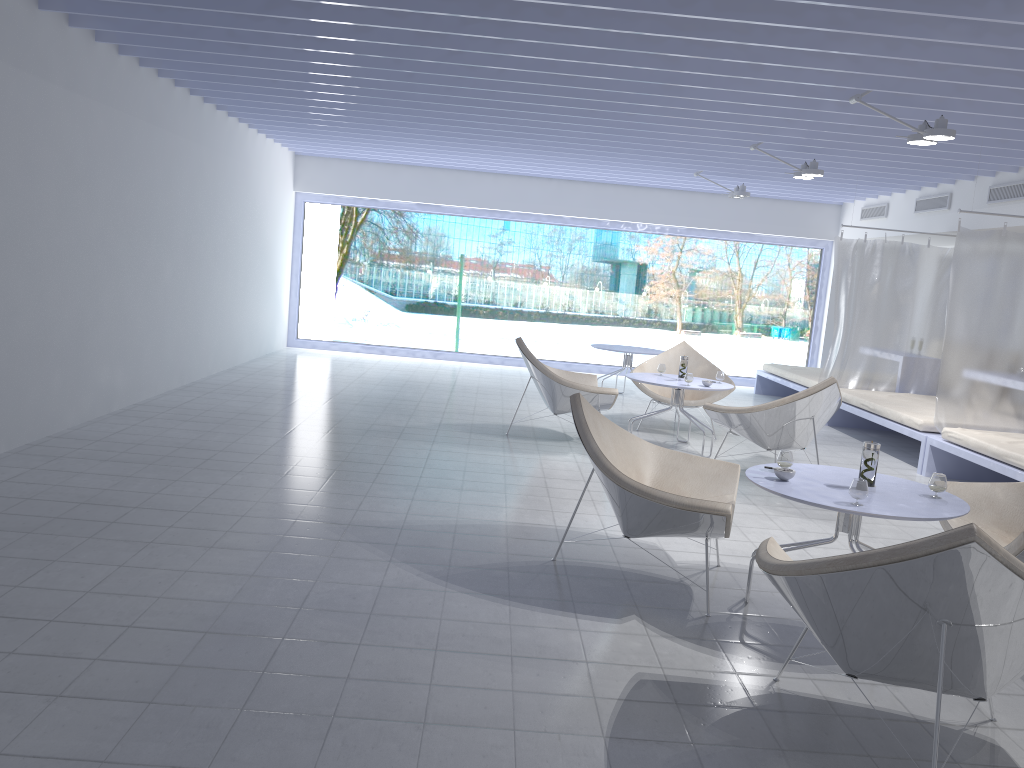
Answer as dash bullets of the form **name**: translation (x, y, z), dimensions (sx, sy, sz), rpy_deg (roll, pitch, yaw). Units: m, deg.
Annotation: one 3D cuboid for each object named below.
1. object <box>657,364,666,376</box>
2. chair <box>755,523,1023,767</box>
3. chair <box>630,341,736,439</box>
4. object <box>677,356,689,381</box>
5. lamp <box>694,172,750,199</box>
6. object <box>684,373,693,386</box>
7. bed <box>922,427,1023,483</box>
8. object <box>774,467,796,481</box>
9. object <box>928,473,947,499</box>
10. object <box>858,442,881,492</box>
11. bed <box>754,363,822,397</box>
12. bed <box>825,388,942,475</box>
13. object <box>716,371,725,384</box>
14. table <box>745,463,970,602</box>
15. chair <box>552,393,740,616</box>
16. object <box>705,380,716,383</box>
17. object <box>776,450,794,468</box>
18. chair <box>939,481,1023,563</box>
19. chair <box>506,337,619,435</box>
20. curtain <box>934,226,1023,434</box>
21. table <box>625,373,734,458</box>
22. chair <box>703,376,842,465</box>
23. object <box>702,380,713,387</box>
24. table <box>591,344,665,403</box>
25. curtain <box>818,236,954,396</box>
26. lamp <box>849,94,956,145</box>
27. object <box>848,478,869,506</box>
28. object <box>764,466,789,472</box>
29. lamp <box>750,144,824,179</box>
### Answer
- **object**: translation (1.189, -0.115, 7.049), dimensions (0.068, 0.091, 0.068), rpy_deg (8, 8, 21)
- **chair**: translation (1.144, 0.672, 2.479), dimensions (0.906, 0.759, 0.753), rpy_deg (7, 8, 13)
- **chair**: translation (1.482, 0.017, 7.802), dimensions (0.906, 0.759, 0.753), rpy_deg (6, 7, 9)
- **object**: translation (1.316, -0.122, 6.811), dimensions (0.075, 0.189, 0.075), rpy_deg (4, 7, -10)
- **lamp**: translation (2.218, -2.116, 9.418), dimensions (0.587, 0.218, 0.380), rpy_deg (5, 7, -2)
- **object**: translation (1.294, -0.034, 6.494), dimensions (0.068, 0.091, 0.068), rpy_deg (9, 8, 27)
- **bed**: translation (4.137, 0.708, 5.610), dimensions (2.022, 0.422, 2.200), rpy_deg (5, 7, -2)
- **object**: translation (1.073, 0.358, 3.493), dimensions (0.082, 0.043, 0.082), rpy_deg (5, 7, 0)
- **object**: translation (1.644, 0.393, 3.426), dimensions (0.068, 0.091, 0.068), rpy_deg (4, 7, -12)
- **object**: translation (1.385, 0.321, 3.443), dimensions (0.075, 0.185, 0.075), rpy_deg (-1, 9, -38)
- **bed**: translation (4.062, 0.136, 9.988), dimensions (2.022, 0.422, 2.200), rpy_deg (5, 7, -2)
- **bed**: translation (4.084, 0.418, 7.797), dimensions (2.016, 0.427, 2.200), rpy_deg (5, 7, -2)
- **object**: translation (1.608, -0.052, 6.851), dimensions (0.068, 0.091, 0.068), rpy_deg (4, 7, -9)
- **table**: translation (1.314, 0.669, 3.510), dimensions (0.825, 0.534, 0.823), rpy_deg (2, 8, -24)
- **chair**: translation (0.570, 0.451, 3.798), dimensions (0.753, 0.759, 0.906), rpy_deg (7, 8, 16)
- **object**: translation (1.456, -0.017, 6.512), dimensions (0.012, 0.016, 0.098), rpy_deg (0, 9, -35)
- **object**: translation (1.119, 0.319, 3.638), dimensions (0.068, 0.091, 0.068), rpy_deg (4, 7, -12)
- **chair**: translation (2.279, 0.619, 3.683), dimensions (0.753, 0.759, 0.906), rpy_deg (5, 7, 2)
- **chair**: translation (0.357, 0.040, 6.837), dimensions (0.753, 0.759, 0.906), rpy_deg (4, 7, -6)
- **curtain**: translation (4.170, -0.300, 6.586), dimensions (1.998, 1.559, 0.125), rpy_deg (5, 7, -3)
- **table**: translation (1.258, 0.236, 6.833), dimensions (0.825, 0.534, 0.823), rpy_deg (4, 7, -10)
- **chair**: translation (1.876, 0.274, 6.076), dimensions (0.906, 0.759, 0.753), rpy_deg (1, 9, -31)
- **object**: translation (1.440, -0.002, 6.543), dimensions (0.082, 0.043, 0.082), rpy_deg (0, 9, -33)
- **table**: translation (1.230, -0.115, 9.534), dimensions (0.823, 0.534, 0.825), rpy_deg (-2, 10, -44)
- **curtain**: translation (4.094, -0.611, 8.781), dimensions (2.050, 1.552, 0.151), rpy_deg (5, 7, -2)
- **lamp**: translation (2.290, -1.573, 5.254), dimensions (0.587, 0.218, 0.380), rpy_deg (5, 7, -2)
- **object**: translation (1.244, 0.388, 3.184), dimensions (0.068, 0.091, 0.068), rpy_deg (4, 7, -12)
- **object**: translation (1.043, 0.335, 3.494), dimensions (0.098, 0.016, 0.012), rpy_deg (5, 7, -2)
- **lamp**: translation (2.254, -1.843, 7.326), dimensions (0.587, 0.218, 0.380), rpy_deg (5, 7, -2)
